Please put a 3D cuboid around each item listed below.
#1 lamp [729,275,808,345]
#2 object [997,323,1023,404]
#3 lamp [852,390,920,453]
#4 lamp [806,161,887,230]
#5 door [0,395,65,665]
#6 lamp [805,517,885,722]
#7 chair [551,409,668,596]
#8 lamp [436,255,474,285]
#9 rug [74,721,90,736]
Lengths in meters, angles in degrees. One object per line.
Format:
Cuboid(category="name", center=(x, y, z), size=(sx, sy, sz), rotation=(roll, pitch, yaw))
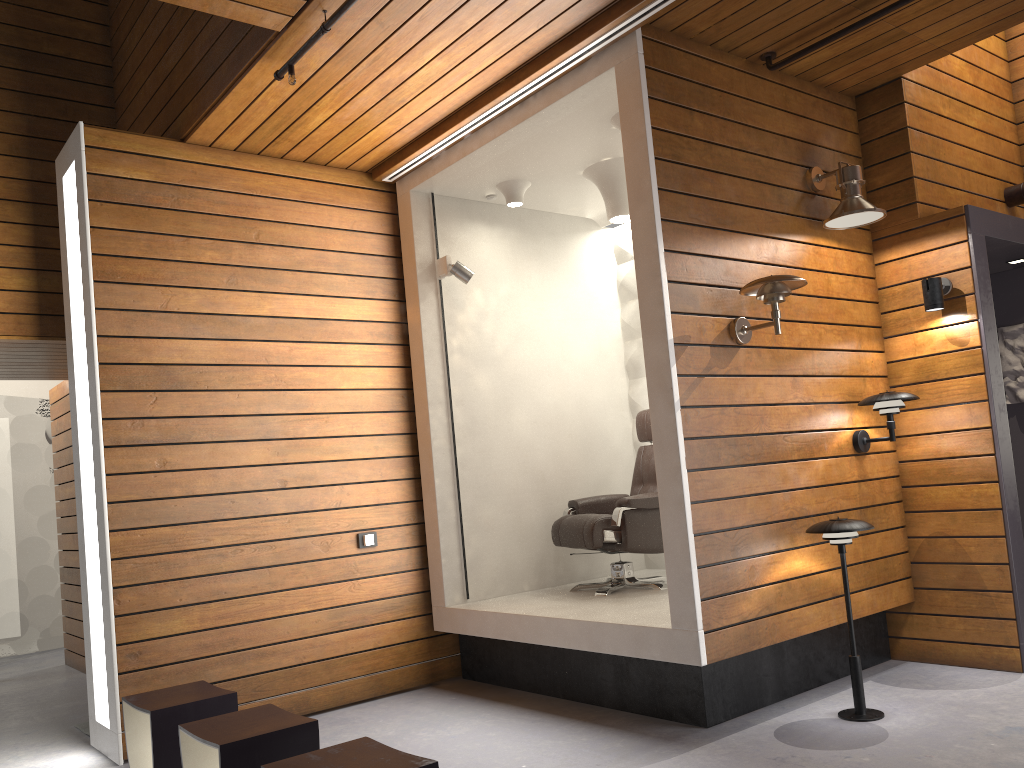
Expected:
Cuboid(category="lamp", center=(1.121, -0.335, 3.867), size=(0.288, 0.270, 0.353), rotation=(-1, -7, -38))
Cuboid(category="object", center=(3.155, -0.137, 5.349), size=(0.048, 0.476, 0.382), rotation=(-2, -5, -38))
Cuboid(category="lamp", center=(1.859, 0.182, 4.393), size=(0.288, 0.296, 0.328), rotation=(-1, -6, -38))
Cuboid(category="lamp", center=(1.648, -0.959, 4.372), size=(0.294, 0.330, 0.347), rotation=(-2, -6, -36))
Cuboid(category="door", center=(-4.331, 1.249, 7.792), size=(0.146, 2.296, 1.288), rotation=(-6, -4, 14))
Cuboid(category="lamp", center=(1.470, 1.009, 3.859), size=(0.288, 0.859, 0.287), rotation=(-8, -5, 37))
Cuboid(category="chair", center=(0.698, 0.671, 5.309), size=(0.824, 1.068, 0.759), rotation=(-3, -5, -23))
Cuboid(category="lamp", center=(-0.342, -0.667, 5.203), size=(0.249, 0.188, 0.129), rotation=(-7, -5, 20))
Cuboid(category="rug", center=(-1.707, 1.894, 5.304), size=(1.576, 0.014, 0.543), rotation=(0, -8, -38))
